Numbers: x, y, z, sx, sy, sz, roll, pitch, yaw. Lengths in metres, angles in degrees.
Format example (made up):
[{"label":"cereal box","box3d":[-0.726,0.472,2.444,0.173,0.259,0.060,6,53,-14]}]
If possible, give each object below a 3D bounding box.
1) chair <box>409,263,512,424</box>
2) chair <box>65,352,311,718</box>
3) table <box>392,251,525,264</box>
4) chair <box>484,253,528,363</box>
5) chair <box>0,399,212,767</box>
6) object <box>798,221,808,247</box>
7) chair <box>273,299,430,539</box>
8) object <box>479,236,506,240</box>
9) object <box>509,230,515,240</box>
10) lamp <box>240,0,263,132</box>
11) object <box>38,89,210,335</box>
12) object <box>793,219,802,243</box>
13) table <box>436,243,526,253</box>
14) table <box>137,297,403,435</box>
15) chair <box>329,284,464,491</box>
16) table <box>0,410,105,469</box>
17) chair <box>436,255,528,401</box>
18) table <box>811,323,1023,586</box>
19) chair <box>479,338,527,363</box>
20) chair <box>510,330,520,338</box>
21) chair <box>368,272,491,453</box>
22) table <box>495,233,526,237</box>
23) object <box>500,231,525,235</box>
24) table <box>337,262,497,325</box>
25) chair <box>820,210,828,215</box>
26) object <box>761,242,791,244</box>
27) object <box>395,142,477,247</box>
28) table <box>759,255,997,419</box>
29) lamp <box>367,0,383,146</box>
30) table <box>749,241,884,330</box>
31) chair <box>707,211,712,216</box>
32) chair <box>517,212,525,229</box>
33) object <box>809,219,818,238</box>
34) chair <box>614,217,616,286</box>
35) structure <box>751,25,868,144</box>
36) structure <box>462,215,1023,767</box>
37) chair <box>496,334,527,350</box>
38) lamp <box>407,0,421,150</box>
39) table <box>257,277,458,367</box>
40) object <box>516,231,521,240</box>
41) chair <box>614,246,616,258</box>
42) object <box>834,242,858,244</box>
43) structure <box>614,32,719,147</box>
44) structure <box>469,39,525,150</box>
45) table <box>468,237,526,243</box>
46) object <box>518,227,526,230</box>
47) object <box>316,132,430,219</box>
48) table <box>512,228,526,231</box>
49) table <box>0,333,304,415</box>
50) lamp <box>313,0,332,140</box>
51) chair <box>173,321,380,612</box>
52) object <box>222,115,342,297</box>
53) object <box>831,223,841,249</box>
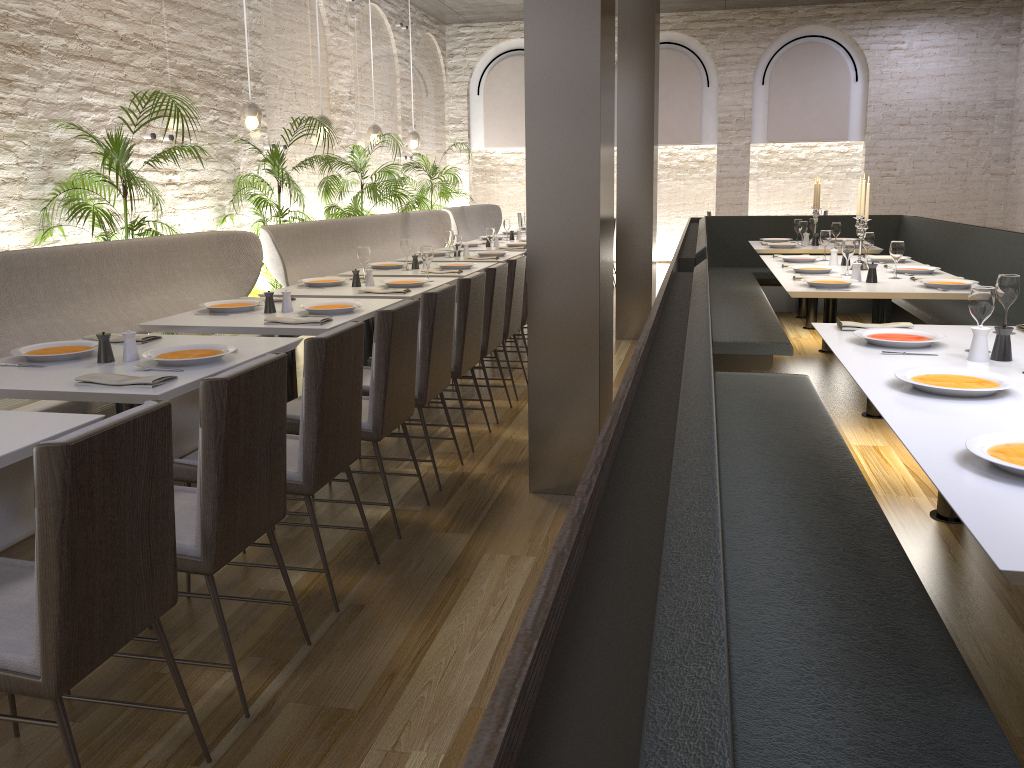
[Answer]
[{"label":"chair","box3d":[-0.320,-0.261,5.307,0.566,0.899,0.415,2,11,12]},{"label":"chair","box3d":[-0.931,0.381,2.482,0.566,0.899,0.415,2,11,12]},{"label":"table","box3d":[-0.429,-0.753,7.836,0.936,0.754,1.018,2,12,12]},{"label":"chair","box3d":[-0.079,-0.515,6.423,0.566,0.899,0.415,2,11,12]},{"label":"chair","box3d":[-1.048,0.505,1.938,0.566,0.899,0.415,2,11,12]},{"label":"object","box3d":[2.725,-1.407,8.307,0.087,0.229,0.086,-10,14,-41]},{"label":"chair","box3d":[-0.679,0.116,3.647,0.566,0.899,0.415,2,11,12]},{"label":"object","box3d":[-0.225,-1.649,10.022,0.323,0.036,0.323,-11,16,-39]},{"label":"object","box3d":[-0.001,-1.664,9.899,0.059,0.108,0.059,-11,15,-41]},{"label":"lamp","box3d":[-2.137,-3.056,7.071,0.178,2.026,0.178,6,12,33]},{"label":"object","box3d":[-2.445,-0.835,5.626,1.149,1.960,1.193,9,15,42]},{"label":"object","box3d":[2.820,-1.506,8.744,0.087,0.229,0.086,-10,14,-41]},{"label":"table","box3d":[-0.186,-1.010,8.962,0.936,0.754,1.018,2,12,12]},{"label":"table","box3d":[-1.149,0.003,4.510,0.936,0.754,1.018,2,12,12]},{"label":"chair","box3d":[-0.561,-0.007,4.191,0.566,0.899,0.415,2,11,12]},{"label":"table","box3d":[-1.669,0.551,2.103,0.936,0.754,1.018,2,12,12]},{"label":"chair","box3d":[-0.202,-0.385,5.851,0.566,0.899,0.415,2,11,12]},{"label":"table","box3d":[1.571,0.402,2.561,1.101,0.754,2.558,2,13,12]},{"label":"chair","box3d":[0.038,-0.638,6.962,0.566,0.899,0.415,2,11,12]},{"label":"chair","box3d":[0.278,-0.890,8.074,0.566,0.899,0.415,2,11,12]},{"label":"chair","box3d":[-0.438,-0.137,4.762,0.566,0.899,0.415,2,11,12]},{"label":"table","box3d":[0.276,-1.496,11.099,0.936,0.754,1.018,2,12,12]},{"label":"object","box3d":[0.004,-1.890,11.084,0.323,0.036,0.323,-11,16,-39]},{"label":"table","box3d":[-0.671,-0.499,6.718,0.936,0.754,1.018,2,12,12]},{"label":"chair","box3d":[4.728,-2.322,14.172,0.566,0.899,0.415,2,11,12]},{"label":"object","box3d":[2.567,-1.368,8.624,0.273,0.033,0.144,2,13,12]},{"label":"object","box3d":[-1.062,-2.275,11.957,1.145,1.960,1.197,-2,11,-7]},{"label":"table","box3d":[2.337,-0.405,6.105,1.101,0.754,2.558,2,13,12]},{"label":"lamp","box3d":[-1.550,-3.672,9.782,0.178,2.026,0.179,-2,11,-9]},{"label":"table","box3d":[2.869,-0.964,8.564,1.101,0.754,1.197,2,12,12]},{"label":"chair","box3d":[3.445,-2.365,14.443,0.566,0.899,0.415,2,11,12]},{"label":"chair","box3d":[0.398,-2.466,15.089,0.566,0.899,0.415,2,11,12]},{"label":"object","box3d":[3.022,-1.542,8.889,0.086,0.229,0.086,-4,11,-17]},{"label":"chair","box3d":[1.165,-1.823,12.174,0.566,0.899,0.415,2,11,12]},{"label":"structure","box3d":[4.397,-4.433,13.114,1.634,1.662,0.098,2,11,12]},{"label":"structure","box3d":[2.027,-0.177,4.565,2.372,0.993,10.831,2,13,12]},{"label":"chair","box3d":[0.155,-0.761,7.504,0.566,0.899,0.415,2,11,12]},{"label":"lamp","box3d":[-1.262,-3.976,11.117,0.178,2.026,0.179,-2,11,-9]},{"label":"table","box3d":[-0.913,-0.245,5.599,0.936,0.754,1.018,2,12,12]},{"label":"object","box3d":[0.077,-1.672,9.929,0.059,0.108,0.059,-11,15,-41]},{"label":"chair","box3d":[1.681,-2.423,14.817,0.566,0.899,0.415,2,11,12]},{"label":"object","box3d":[3.239,-1.344,8.475,0.273,0.033,0.144,2,13,12]},{"label":"structure","box3d":[2.323,-4.501,13.553,1.634,1.662,0.098,2,11,12]},{"label":"structure","box3d":[0.112,-4.575,14.021,1.634,1.662,0.098,2,11,12]},{"label":"table","box3d":[0.047,-1.254,10.037,0.936,0.754,1.018,2,12,12]},{"label":"object","box3d":[0.241,-2.140,12.180,0.323,0.036,0.323,-11,16,-39]},{"label":"object","box3d":[-1.590,-1.737,9.591,1.148,1.960,1.193,-9,14,-36]},{"label":"table","box3d":[0.513,-1.745,12.195,0.936,0.754,1.018,2,12,12]},{"label":"table","box3d":[-1.409,0.277,3.306,0.936,0.754,1.018,2,12,12]},{"label":"lamp","box3d":[-1.845,-3.362,8.420,0.178,2.026,0.179,-1,10,-3]},{"label":"chair","box3d":[-0.807,0.251,3.054,0.566,0.899,0.415,2,11,12]},{"label":"object","box3d":[-2.006,-1.297,7.657,1.149,1.960,1.193,9,15,42]},{"label":"object","box3d":[2.916,-1.335,7.977,0.087,0.229,0.086,-10,14,-41]}]
